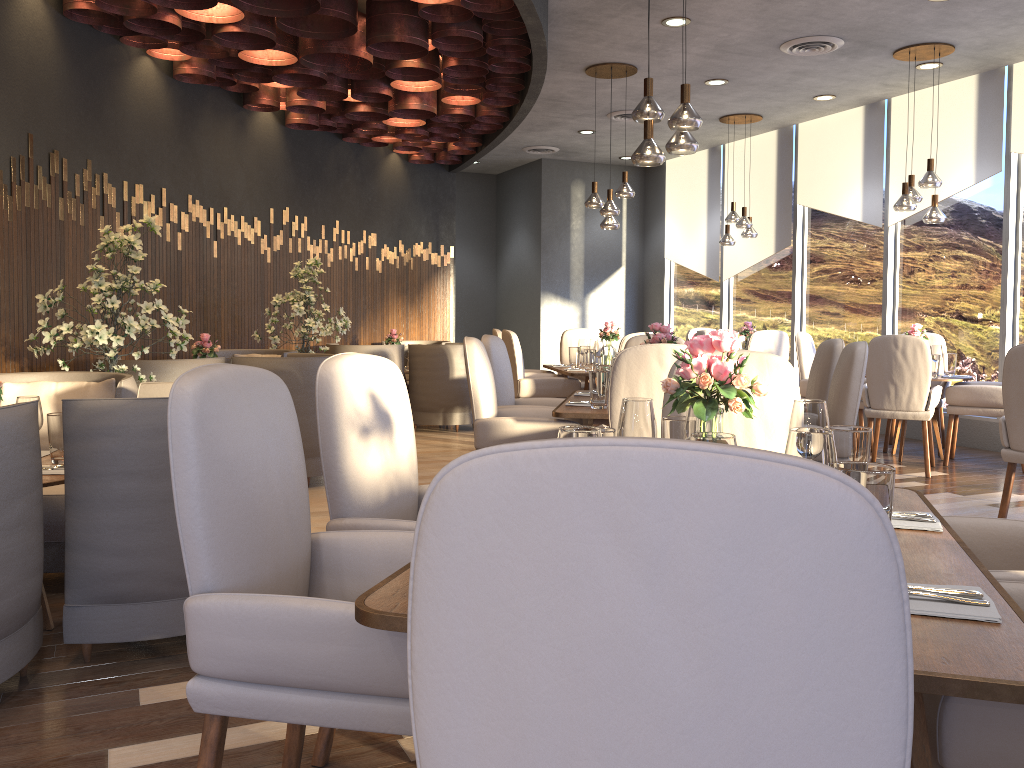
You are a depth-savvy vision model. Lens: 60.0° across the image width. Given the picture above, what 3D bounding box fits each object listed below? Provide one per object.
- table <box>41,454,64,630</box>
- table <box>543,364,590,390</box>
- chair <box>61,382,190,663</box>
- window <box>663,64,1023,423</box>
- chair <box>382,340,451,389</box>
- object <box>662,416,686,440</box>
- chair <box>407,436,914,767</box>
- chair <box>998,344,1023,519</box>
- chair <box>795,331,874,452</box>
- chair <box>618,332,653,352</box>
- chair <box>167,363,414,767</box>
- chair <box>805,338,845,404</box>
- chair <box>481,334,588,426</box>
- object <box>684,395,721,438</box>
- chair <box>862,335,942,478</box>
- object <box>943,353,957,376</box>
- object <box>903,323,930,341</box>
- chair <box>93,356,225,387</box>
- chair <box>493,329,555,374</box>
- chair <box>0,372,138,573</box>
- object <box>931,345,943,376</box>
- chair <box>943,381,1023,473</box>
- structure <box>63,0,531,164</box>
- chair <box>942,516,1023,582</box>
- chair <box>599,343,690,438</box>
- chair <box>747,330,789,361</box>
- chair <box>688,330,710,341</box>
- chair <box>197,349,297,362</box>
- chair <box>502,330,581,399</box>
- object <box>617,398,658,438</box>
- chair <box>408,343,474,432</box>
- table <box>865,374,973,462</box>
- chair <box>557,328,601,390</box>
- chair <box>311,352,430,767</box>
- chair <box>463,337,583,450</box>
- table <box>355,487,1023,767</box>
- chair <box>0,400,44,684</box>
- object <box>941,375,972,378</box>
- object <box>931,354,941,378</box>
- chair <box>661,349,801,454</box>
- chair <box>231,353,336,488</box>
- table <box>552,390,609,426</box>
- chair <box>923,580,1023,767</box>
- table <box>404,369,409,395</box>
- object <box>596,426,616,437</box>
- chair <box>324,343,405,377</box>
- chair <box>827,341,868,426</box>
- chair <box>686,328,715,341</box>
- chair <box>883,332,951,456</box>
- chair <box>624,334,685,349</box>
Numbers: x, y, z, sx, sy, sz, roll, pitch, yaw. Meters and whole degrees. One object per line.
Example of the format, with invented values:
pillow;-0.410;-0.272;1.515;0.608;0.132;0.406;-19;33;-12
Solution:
table;-1.821;0.573;3.029;0.834;0.561;0.835;-2;4;-32
table;0.837;0.199;7.629;0.964;0.665;1.309;0;4;-8
chair;-1.142;0.435;3.103;0.595;0.836;0.775;0;3;-5
window;3.012;-0.958;3.059;8.062;3.194;16.145;2;4;21
chair;-0.957;-0.042;9.534;0.774;0.836;0.596;2;3;20
object;0.431;0.175;2.245;0.102;0.178;0.102;-2;4;-43
chair;0.169;0.522;1.008;0.528;0.999;0.600;1;3;14
chair;2.758;0.287;4.426;0.600;0.999;0.529;-2;4;-43
chair;2.661;0.069;7.346;0.600;0.999;0.529;2;3;31
chair;0.944;0.096;6.799;0.528;0.999;0.600;0;3;-11
chair;-0.311;0.465;1.714;0.600;0.999;0.529;1;3;12
chair;1.450;0.251;4.770;0.600;0.999;0.529;1;3;6
chair;0.131;0.225;4.991;0.600;0.999;0.529;1;3;12
object;0.462;0.150;2.139;0.092;0.244;0.092;-1;3;-22
chair;2.851;0.133;6.501;0.528;0.999;0.600;2;3;29
object;3.461;-0.153;7.007;0.102;0.178;0.102;-1;3;-30
object;3.187;-0.273;7.001;0.210;0.415;0.198;-1;3;-27
chair;-2.176;0.261;5.337;0.774;0.836;0.596;1;3;5
chair;0.125;0.013;7.826;0.600;0.999;0.529;0;3;-5
chair;-1.938;0.382;3.738;0.774;0.836;0.596;0;3;-10
object;3.352;-0.186;7.000;0.092;0.244;0.092;2;3;31
chair;3.633;0.124;6.712;0.600;0.999;0.529;2;3;32
structure;-1.251;-2.409;5.735;2.755;0.556;9.470;1;4;5
chair;1.104;0.464;1.884;0.600;0.999;0.529;1;3;14
chair;0.626;0.319;3.771;0.528;0.999;0.600;1;3;6
chair;2.439;-0.044;8.832;0.528;0.999;0.600;0;3;-10
chair;1.451;0.011;7.998;0.600;0.999;0.529;0;3;-10
chair;-1.920;0.166;6.640;0.774;0.836;0.596;1;3;10
chair;0.218;0.056;7.264;0.600;0.999;0.529;0;3;-12
object;0.288;0.156;2.041;0.092;0.244;0.092;-1;3;-29
chair;-0.597;0.024;8.675;0.595;0.836;0.775;2;4;25
table;3.175;0.265;7.022;0.834;0.661;0.835;-1;4;-25
chair;0.698;-0.029;8.451;0.528;0.999;0.600;0;3;-5
chair;-0.166;0.425;2.264;0.600;0.999;0.529;1;3;19
chair;0.057;0.266;4.427;0.600;0.999;0.529;1;3;4
table;0.391;0.630;1.798;0.965;0.665;1.309;2;4;16
chair;-1.722;0.485;2.376;0.774;0.836;0.596;0;3;-15
object;3.413;-0.062;6.851;0.255;0.019;0.157;3;5;34
object;3.191;-0.134;6.720;0.102;0.178;0.102;-1;3;-20
chair;0.612;0.406;2.601;0.528;0.999;0.600;1;3;19
chair;-1.417;0.228;5.857;0.595;0.836;0.775;1;3;15
table;0.750;0.424;4.598;0.965;0.665;1.309;1;4;9
chair;0.939;0.503;1.343;0.600;0.999;0.529;1;3;19
table;-1.197;0.139;8.926;0.834;0.561;0.835;1;4;15
object;0.183;0.190;2.010;0.102;0.178;0.102;-2;3;-35
chair;-1.435;0.046;8.295;0.774;0.836;0.596;1;3;15
chair;1.355;0.292;4.213;0.600;0.999;0.529;1;3;12
chair;2.246;-0.130;9.976;0.528;0.999;0.600;0;3;-11
chair;3.426;0.063;7.509;0.528;0.999;0.600;2;3;28
chair;0.861;0.198;5.422;0.528;0.999;0.600;1;3;12
